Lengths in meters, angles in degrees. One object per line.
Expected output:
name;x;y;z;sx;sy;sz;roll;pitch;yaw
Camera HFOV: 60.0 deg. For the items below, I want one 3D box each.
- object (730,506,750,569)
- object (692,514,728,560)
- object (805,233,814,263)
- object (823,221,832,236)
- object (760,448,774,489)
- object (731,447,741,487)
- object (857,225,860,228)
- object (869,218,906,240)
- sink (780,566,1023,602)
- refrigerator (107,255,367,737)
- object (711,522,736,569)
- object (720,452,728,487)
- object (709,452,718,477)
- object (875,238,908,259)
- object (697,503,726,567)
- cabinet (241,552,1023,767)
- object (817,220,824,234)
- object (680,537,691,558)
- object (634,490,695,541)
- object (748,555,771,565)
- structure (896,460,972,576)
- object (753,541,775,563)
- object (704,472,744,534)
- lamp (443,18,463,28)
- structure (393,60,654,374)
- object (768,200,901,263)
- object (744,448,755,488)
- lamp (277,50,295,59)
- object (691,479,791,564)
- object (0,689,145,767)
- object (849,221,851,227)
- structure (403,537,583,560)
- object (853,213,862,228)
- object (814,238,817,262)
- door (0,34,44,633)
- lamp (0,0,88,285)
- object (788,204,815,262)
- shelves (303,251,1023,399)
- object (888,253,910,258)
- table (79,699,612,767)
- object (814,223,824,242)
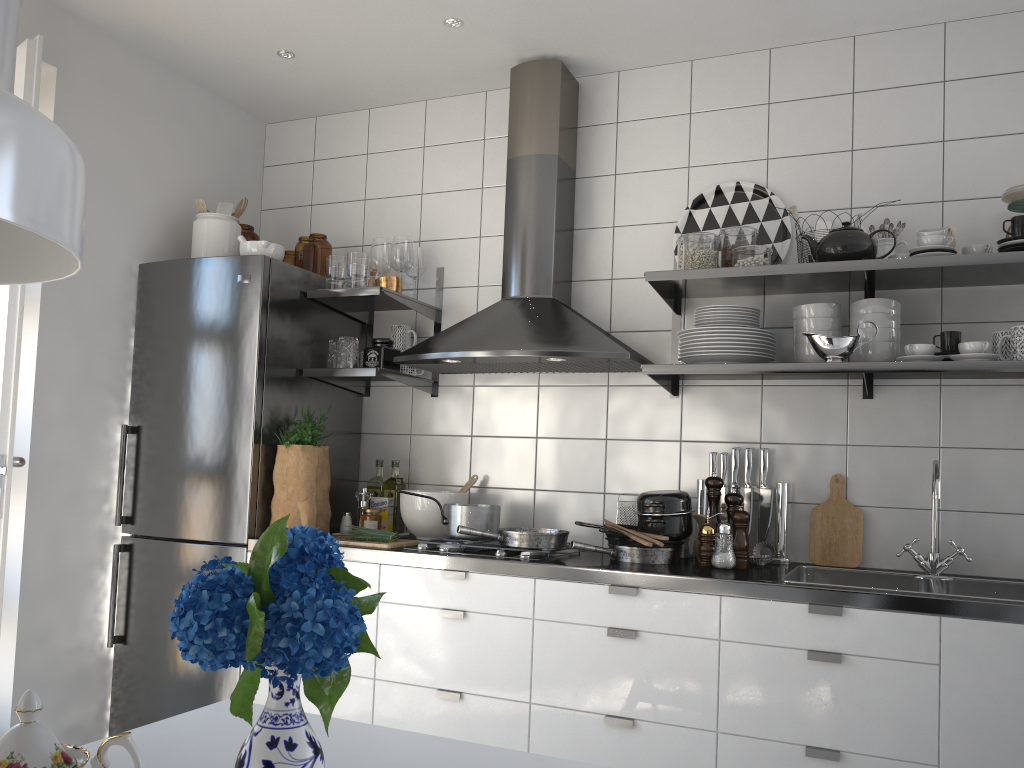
object;0.684;0.458;2.659;0.058;0.184;0.058;5;-4;-38
object;0.644;0.494;2.842;0.116;0.144;0.127;4;-5;-27
object;0.957;-0.404;2.839;0.023;0.186;0.081;2;-4;-2
object;1.025;-0.423;2.843;0.025;0.226;0.086;3;-4;-7
object;0.829;0.274;2.880;0.046;0.132;0.022;0;-4;27
object;0.738;0.274;2.921;0.033;0.132;0.022;0;-4;28
object;1.036;-0.407;2.753;0.090;0.180;0.023;3;-3;-3
object;1.156;-0.419;2.732;0.104;0.203;0.077;1;-4;22
sink;1.145;0.595;2.392;0.765;0.111;0.489;0;-6;24
refrigerator;-1.024;0.487;3.357;0.576;1.796;0.696;1;-4;24
object;0.624;0.476;2.610;0.069;0.135;0.069;2;-4;4
object;0.702;0.283;2.937;0.027;0.114;0.019;1;-4;19
object;0.670;0.283;2.951;0.027;0.114;0.019;1;-4;19
object;1.156;-0.378;2.717;0.084;0.130;0.084;2;-4;2
object;0.602;0.452;2.673;0.080;0.192;0.058;1;-4;13
cabinet;0.710;0.985;2.575;3.237;0.793;0.664;0;-5;24
object;0.998;-0.425;2.862;0.029;0.232;0.063;2;-4;12
object;0.552;0.534;2.901;0.066;0.067;0.053;4;-4;-15
object;0.473;0.409;2.759;0.190;0.158;0.198;4;-5;-15
object;0.772;0.548;2.767;0.072;0.031;0.070;0;-6;24
structure;1.265;0.400;2.587;0.189;0.352;0.275;2;-4;0
object;0.806;0.537;2.826;0.069;0.068;0.029;0;-4;29
object;0.654;0.416;2.743;0.123;0.282;0.061;0;-4;29
lamp;-0.195;-1.208;2.938;0.064;0.030;0.064;1;-5;16
structure;0.045;-0.604;3.095;0.868;1.090;0.473;0;-4;24
object;1.007;-0.452;2.791;0.378;0.278;0.198;2;-4;6
object;0.777;0.274;2.904;0.033;0.132;0.022;0;-4;28
lamp;-0.820;-1.206;3.214;0.064;0.030;0.064;1;-5;16
object;0.750;0.449;2.903;0.322;0.260;0.067;0;-4;24
object;-0.423;0.384;0.774;0.149;0.230;0.140;-1;-5;42
object;1.059;-0.419;2.815;0.068;0.216;0.020;5;-4;-40
structure;-0.041;0.535;2.938;0.467;0.029;0.491;0;-6;24
object;1.056;-0.426;2.793;0.085;0.226;0.027;2;-3;7
object;0.969;-0.397;2.817;0.022;0.167;0.125;2;-4;10
door;-1.661;0.137;2.748;0.602;2.321;0.157;-1;-5;44
lamp;-0.482;-0.767;0.660;0.374;1.320;0.374;5;-4;-35
object;0.920;-0.442;2.778;0.113;0.249;0.021;0;-4;29
shelves;0.485;-0.227;2.898;2.540;0.511;0.428;0;-5;24
object;1.142;-0.349;2.590;0.079;0.047;0.082;2;-5;-1
table;-0.527;0.810;0.610;0.814;0.659;1.831;0;-6;24
object;0.996;-0.420;2.841;0.028;0.220;0.100;3;-4;-5
